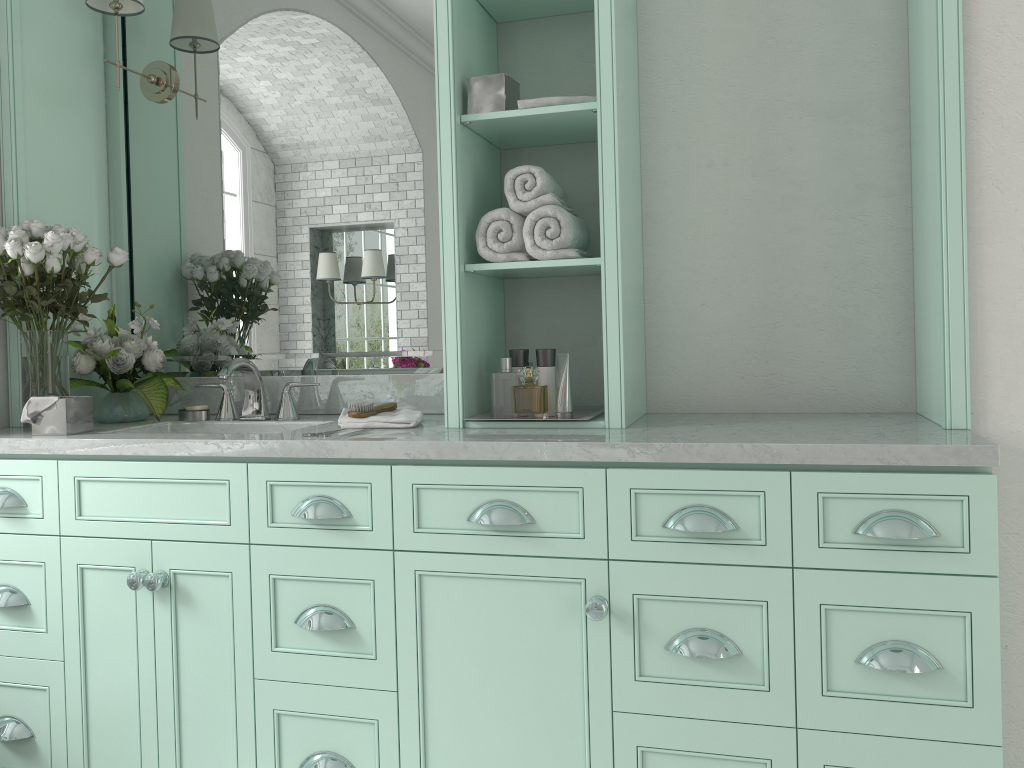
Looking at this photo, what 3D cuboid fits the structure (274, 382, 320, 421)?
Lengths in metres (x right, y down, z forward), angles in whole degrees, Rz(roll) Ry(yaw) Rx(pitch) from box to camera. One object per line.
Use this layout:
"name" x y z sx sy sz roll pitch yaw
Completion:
"structure" -0.692 0.053 2.866 0.157 0.121 0.083 -2 1 0

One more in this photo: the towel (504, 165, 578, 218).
"towel" 0.083 -0.546 2.565 0.168 0.142 0.299 -1 3 16

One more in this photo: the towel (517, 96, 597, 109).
"towel" 0.159 -0.779 2.532 0.239 0.056 0.317 -1 3 12

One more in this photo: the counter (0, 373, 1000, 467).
"counter" -0.242 0.070 2.589 2.806 0.181 0.825 -1 3 16

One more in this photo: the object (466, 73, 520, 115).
"object" -0.051 -0.805 2.508 0.118 0.105 0.122 -1 2 21

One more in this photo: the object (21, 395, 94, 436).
"object" -1.331 0.090 2.587 0.136 0.113 0.147 -1 2 11

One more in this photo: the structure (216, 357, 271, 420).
"structure" -0.845 0.018 2.814 0.103 0.205 0.235 -1 2 5

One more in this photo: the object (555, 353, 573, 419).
"object" 0.140 0.007 2.409 0.049 0.179 0.050 -1 1 18

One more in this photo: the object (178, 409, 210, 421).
"object" -1.058 0.102 2.951 0.133 0.035 0.080 0 3 34

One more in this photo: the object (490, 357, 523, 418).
"object" -0.015 0.010 2.500 0.093 0.170 0.035 -1 1 16

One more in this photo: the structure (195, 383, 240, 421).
"structure" -0.976 0.058 2.926 0.157 0.121 0.083 -2 1 0

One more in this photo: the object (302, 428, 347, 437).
"object" -0.508 0.131 2.398 0.075 0.007 0.176 -1 3 8

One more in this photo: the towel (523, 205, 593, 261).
"towel" 0.140 -0.421 2.534 0.160 0.159 0.305 -1 3 16

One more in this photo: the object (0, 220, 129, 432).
"object" -1.442 -0.177 2.728 0.356 0.653 0.392 -1 1 27

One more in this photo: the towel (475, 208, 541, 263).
"towel" 0.007 -0.420 2.574 0.153 0.163 0.311 -1 3 16

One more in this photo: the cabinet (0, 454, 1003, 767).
"cabinet" -0.230 0.706 2.576 2.796 1.097 0.864 -1 2 16

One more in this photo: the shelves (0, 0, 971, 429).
"shelves" -0.234 -0.950 2.682 2.808 2.123 0.465 -1 1 16

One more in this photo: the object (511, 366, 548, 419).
"object" 0.048 0.024 2.438 0.092 0.147 0.063 -1 1 21

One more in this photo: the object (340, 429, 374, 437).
"object" -0.415 0.129 2.365 0.020 0.005 0.167 0 3 20

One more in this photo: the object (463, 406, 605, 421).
"object" 0.091 0.086 2.571 0.349 0.008 0.439 -1 3 16

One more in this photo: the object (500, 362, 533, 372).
"object" 0.015 0.013 2.615 0.093 0.151 0.035 -1 1 19

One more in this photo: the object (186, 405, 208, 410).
"object" -1.044 0.081 2.938 0.077 0.022 0.052 1 3 37

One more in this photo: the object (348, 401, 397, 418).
"object" -0.404 0.068 2.628 0.068 0.044 0.228 0 3 25

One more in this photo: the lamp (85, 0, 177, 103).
"lamp" -1.315 -1.234 3.038 0.183 0.487 0.309 -1 1 15

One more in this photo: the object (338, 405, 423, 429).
"object" -0.394 0.098 2.609 0.317 0.056 0.239 -1 3 12

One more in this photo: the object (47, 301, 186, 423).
"object" -1.304 -0.069 2.961 0.452 0.402 0.394 -1 2 17

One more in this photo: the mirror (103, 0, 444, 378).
"mirror" -0.790 -0.996 3.044 1.435 1.932 0.015 -1 1 16
